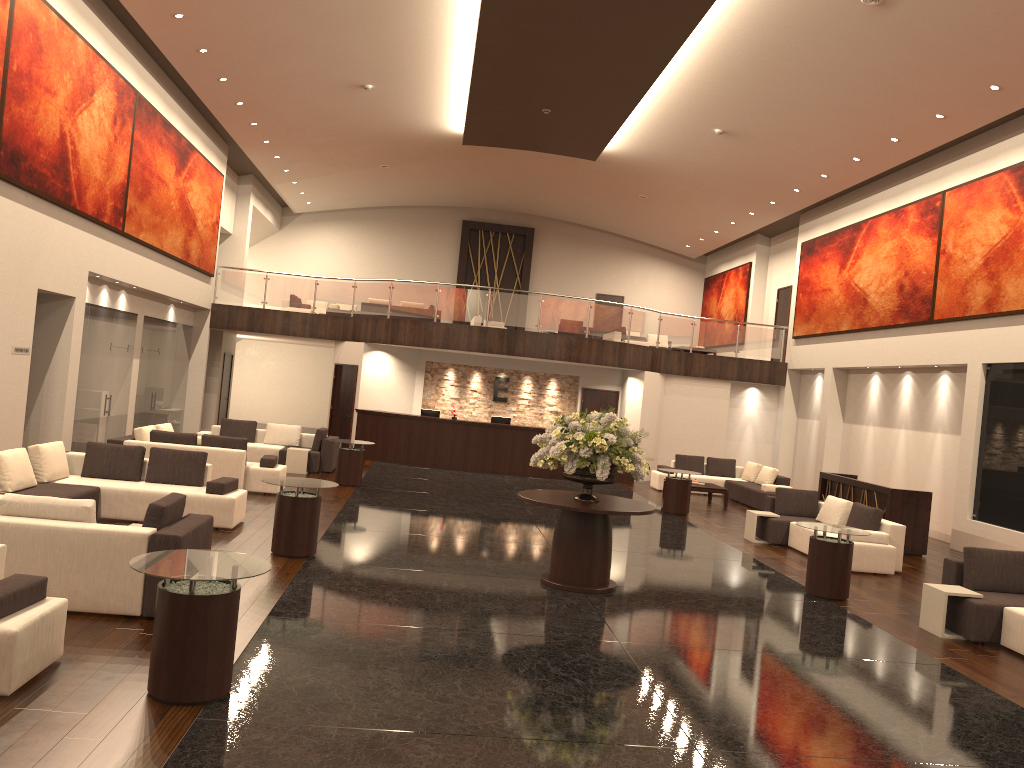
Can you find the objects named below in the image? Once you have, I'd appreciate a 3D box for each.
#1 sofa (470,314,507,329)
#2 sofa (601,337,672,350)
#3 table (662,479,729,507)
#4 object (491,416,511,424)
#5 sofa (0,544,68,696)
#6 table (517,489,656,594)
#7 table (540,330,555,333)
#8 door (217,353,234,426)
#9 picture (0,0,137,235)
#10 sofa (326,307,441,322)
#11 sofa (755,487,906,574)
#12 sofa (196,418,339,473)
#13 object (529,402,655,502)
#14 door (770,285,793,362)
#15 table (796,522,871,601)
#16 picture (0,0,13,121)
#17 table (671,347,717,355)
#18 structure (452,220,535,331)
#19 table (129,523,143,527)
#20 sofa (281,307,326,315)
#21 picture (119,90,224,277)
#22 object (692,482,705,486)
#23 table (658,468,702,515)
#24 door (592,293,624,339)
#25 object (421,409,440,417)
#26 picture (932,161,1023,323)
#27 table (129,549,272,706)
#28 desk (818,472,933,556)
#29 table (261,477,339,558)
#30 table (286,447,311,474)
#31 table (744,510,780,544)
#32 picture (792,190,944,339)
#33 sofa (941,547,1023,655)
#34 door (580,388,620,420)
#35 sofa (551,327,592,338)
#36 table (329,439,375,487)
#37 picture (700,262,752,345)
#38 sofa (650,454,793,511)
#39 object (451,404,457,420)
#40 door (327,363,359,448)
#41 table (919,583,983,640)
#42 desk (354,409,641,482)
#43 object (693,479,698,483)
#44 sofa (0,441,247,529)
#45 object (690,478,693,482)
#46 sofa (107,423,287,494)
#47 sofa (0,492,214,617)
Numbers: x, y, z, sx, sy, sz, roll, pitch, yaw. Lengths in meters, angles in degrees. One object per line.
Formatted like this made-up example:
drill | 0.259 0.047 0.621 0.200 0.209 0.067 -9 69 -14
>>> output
sofa | -0.638 -1.758 28.052 1.291 0.862 2.846 6 0 -5
sofa | 4.735 -1.229 28.394 3.366 0.862 2.586 6 0 -5
table | 3.921 2.337 19.024 1.100 0.380 1.100 6 0 -5
object | -0.285 1.037 21.507 0.483 0.485 0.189 6 0 -5
sofa | -4.038 1.259 4.273 2.586 0.862 3.366 6 0 -5
table | 0.765 1.719 9.648 1.498 0.921 1.498 6 0 -14
table | 1.077 -1.389 27.298 0.400 0.460 0.400 6 0 -5
door | -7.935 0.262 24.462 0.104 2.232 0.990 6 0 -5
picture | -6.457 -3.840 13.130 0.070 2.526 4.515 6 0 -5
sofa | -3.862 -2.078 27.130 3.366 0.862 2.586 6 0 -5
sofa | 4.736 2.154 13.456 1.291 0.862 2.846 6 0 -5
sofa | -4.988 1.215 17.875 2.846 0.862 1.291 6 0 -5
object | 0.837 0.713 9.651 1.402 1.097 1.453 5 0 41
door | 7.657 -1.642 25.183 0.104 2.232 0.990 6 0 -5
table | 3.694 2.072 10.320 0.833 0.795 0.844 6 0 -44
picture | -6.047 -3.816 8.631 0.070 2.526 4.515 6 0 -5
table | 5.598 -0.907 27.380 1.100 0.380 1.100 6 0 -5
structure | -0.670 -3.448 30.858 2.524 4.236 0.187 6 0 -5
table | -3.331 1.546 8.066 0.400 0.460 0.400 6 0 -5
sofa | -5.586 -2.242 28.478 3.366 0.862 2.586 6 0 -5
picture | -6.957 -3.869 18.620 0.070 2.526 6.485 6 0 -5
object | 3.929 2.128 18.977 0.437 0.040 0.154 5 0 41
table | 3.114 2.038 16.685 0.833 0.795 0.844 5 0 34
door | 3.373 -2.040 31.324 0.990 2.232 0.104 6 0 -5
object | -2.004 0.869 21.622 0.483 0.485 0.189 6 0 10
picture | 8.276 -2.389 14.480 0.070 2.526 4.515 6 0 -5
table | -1.947 1.501 5.462 0.833 0.795 0.844 6 0 -44
desk | 6.232 2.216 15.488 0.700 1.043 2.606 6 0 -5
table | -2.367 1.475 9.764 0.833 0.795 0.844 6 0 -44
table | -4.171 1.496 17.291 0.400 0.460 0.400 6 0 -5
table | 3.993 2.286 14.176 0.400 0.460 0.400 6 0 -5
picture | 7.776 -2.418 19.970 0.070 2.526 6.485 6 0 -5
sofa | 5.206 2.181 8.304 1.291 0.862 2.846 6 0 -5
door | 2.214 1.251 23.169 0.990 2.232 0.104 6 0 -5
sofa | 1.677 -1.531 28.139 1.291 0.862 2.846 6 0 -5
table | -2.947 1.441 16.130 0.833 0.795 0.844 5 0 34
picture | 6.938 -2.467 29.168 0.070 2.526 4.515 6 0 -5
sofa | 4.741 2.177 19.929 2.586 0.862 3.366 6 0 -5
object | -1.371 0.649 21.144 0.163 0.390 0.165 6 0 3
door | -4.222 0.618 22.091 0.104 2.232 0.990 6 0 -45
table | 4.463 2.314 9.024 0.400 0.460 0.400 6 0 -5
desk | -0.329 1.530 21.689 7.146 1.171 1.674 6 0 -4
object | 3.953 2.097 19.109 0.119 0.106 0.119 6 0 -23
sofa | -4.553 1.229 9.922 2.586 0.862 3.366 6 0 -5
object | 3.859 2.088 19.232 0.119 0.106 0.119 6 0 18
sofa | -5.057 1.199 15.248 2.586 0.862 3.366 6 0 -5
sofa | -4.028 1.271 7.341 2.846 0.862 1.291 6 0 -5
